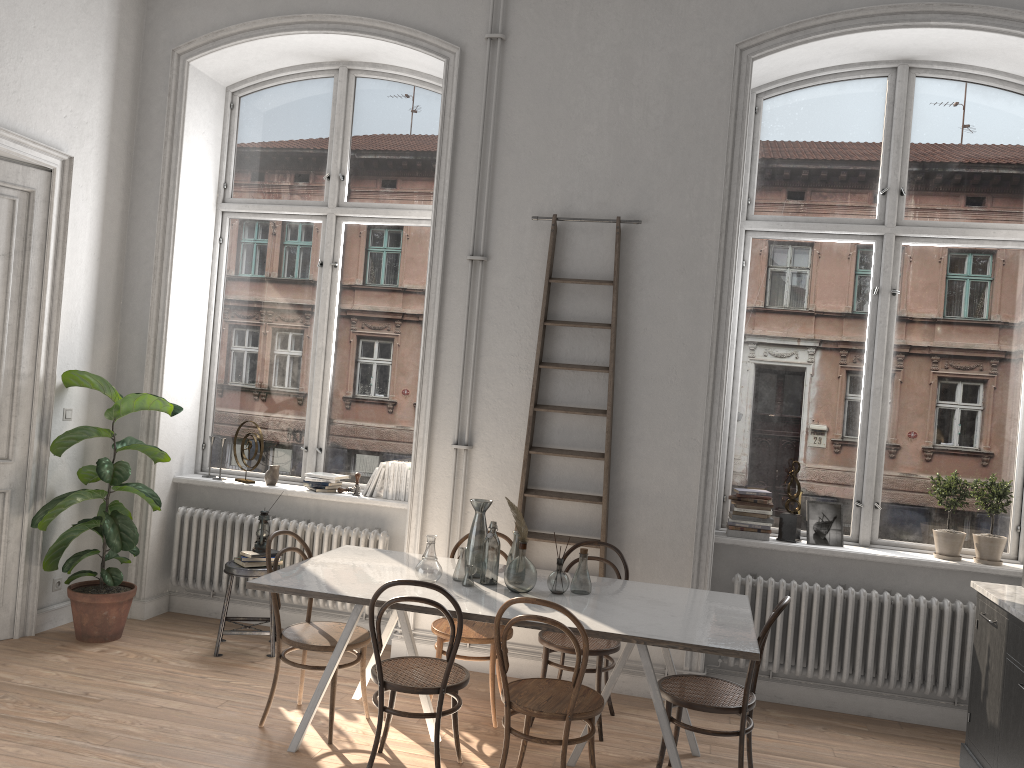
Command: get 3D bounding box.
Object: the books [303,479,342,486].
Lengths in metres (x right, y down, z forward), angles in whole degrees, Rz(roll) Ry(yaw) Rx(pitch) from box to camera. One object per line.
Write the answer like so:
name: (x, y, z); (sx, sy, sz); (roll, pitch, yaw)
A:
books: (-1.283, 0.668, 6.021); (0.221, 0.023, 0.147); (4, -1, 29)

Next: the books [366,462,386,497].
books: (-0.891, 0.636, 5.949); (0.100, 0.235, 0.174); (5, 0, 13)

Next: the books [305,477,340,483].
books: (-1.282, 0.647, 6.009); (0.205, 0.020, 0.155); (5, -1, 3)

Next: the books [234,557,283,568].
books: (-1.576, 1.102, 5.515); (0.246, 0.034, 0.194); (5, -1, -37)

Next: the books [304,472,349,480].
books: (-1.257, 0.624, 6.025); (0.243, 0.019, 0.174); (4, -1, 23)

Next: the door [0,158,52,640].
door: (-3.172, 0.090, 4.903); (0.216, 2.814, 1.097); (5, 0, 37)

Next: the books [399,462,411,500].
books: (-0.707, 0.648, 5.930); (0.024, 0.243, 0.175); (5, 0, 13)

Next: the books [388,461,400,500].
books: (-0.775, 0.642, 5.914); (0.024, 0.243, 0.175); (5, 0, 13)

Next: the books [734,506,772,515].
books: (1.469, 0.767, 5.413); (0.222, 0.024, 0.158); (5, -1, 13)

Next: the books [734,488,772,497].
books: (1.470, 0.660, 5.420); (0.201, 0.024, 0.159); (5, -1, 3)

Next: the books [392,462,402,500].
books: (-0.752, 0.644, 5.918); (0.019, 0.244, 0.174); (5, 0, 13)

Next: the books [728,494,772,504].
books: (1.456, 0.702, 5.412); (0.231, 0.023, 0.162); (4, -1, 28)

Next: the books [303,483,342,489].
books: (-1.287, 0.689, 6.023); (0.205, 0.022, 0.155); (4, -1, 33)

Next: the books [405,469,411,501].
books: (-0.670, 0.669, 5.901); (0.020, 0.205, 0.155); (5, 0, 13)

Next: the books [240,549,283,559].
books: (-1.558, 1.055, 5.516); (0.147, 0.027, 0.221); (4, -1, 45)

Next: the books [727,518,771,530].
books: (1.441, 0.853, 5.400); (0.249, 0.023, 0.175); (5, -1, 13)

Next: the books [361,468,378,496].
books: (-0.930, 0.653, 5.962); (0.105, 0.194, 0.155); (5, 0, 12)

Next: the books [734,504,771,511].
books: (1.466, 0.745, 5.409); (0.205, 0.022, 0.155); (5, -1, 8)

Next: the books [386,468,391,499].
books: (-0.796, 0.659, 5.929); (0.020, 0.205, 0.155); (5, 0, 13)

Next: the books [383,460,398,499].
books: (-0.815, 0.639, 5.955); (0.024, 0.243, 0.175); (5, 0, 13)

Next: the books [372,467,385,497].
books: (-0.868, 0.654, 5.945); (0.072, 0.203, 0.155); (5, 0, 13)

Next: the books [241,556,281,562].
books: (-1.562, 1.077, 5.515); (0.232, 0.029, 0.162); (5, -1, -17)

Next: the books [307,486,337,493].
books: (-1.294, 0.711, 6.028); (0.147, 0.023, 0.221); (5, -1, -28)

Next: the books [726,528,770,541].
books: (1.435, 0.909, 5.401); (0.248, 0.043, 0.192); (5, -1, 13)

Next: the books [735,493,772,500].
books: (1.471, 0.682, 5.409); (0.205, 0.020, 0.155); (5, -1, 13)

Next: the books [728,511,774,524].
books: (1.456, 0.815, 5.414); (0.245, 0.028, 0.193); (5, -1, 8)

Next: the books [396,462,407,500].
books: (-0.729, 0.646, 5.931); (0.019, 0.244, 0.174); (5, 0, 13)

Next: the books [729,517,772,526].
books: (1.456, 0.836, 5.413); (0.255, 0.014, 0.193); (5, -1, 16)

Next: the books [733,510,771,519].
books: (1.462, 0.790, 5.409); (0.205, 0.022, 0.155); (4, -1, 27)

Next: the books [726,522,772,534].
books: (1.439, 0.877, 5.400); (0.249, 0.023, 0.175); (5, -1, 8)

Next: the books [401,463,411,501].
books: (-0.691, 0.649, 5.904); (0.019, 0.244, 0.174); (5, 0, 13)

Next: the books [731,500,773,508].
books: (1.463, 0.724, 5.410); (0.243, 0.019, 0.174); (5, -1, 13)

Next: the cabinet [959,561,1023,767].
cabinet: (2.366, 0.142, 2.887); (0.635, 3.583, 3.251); (5, 0, 13)
